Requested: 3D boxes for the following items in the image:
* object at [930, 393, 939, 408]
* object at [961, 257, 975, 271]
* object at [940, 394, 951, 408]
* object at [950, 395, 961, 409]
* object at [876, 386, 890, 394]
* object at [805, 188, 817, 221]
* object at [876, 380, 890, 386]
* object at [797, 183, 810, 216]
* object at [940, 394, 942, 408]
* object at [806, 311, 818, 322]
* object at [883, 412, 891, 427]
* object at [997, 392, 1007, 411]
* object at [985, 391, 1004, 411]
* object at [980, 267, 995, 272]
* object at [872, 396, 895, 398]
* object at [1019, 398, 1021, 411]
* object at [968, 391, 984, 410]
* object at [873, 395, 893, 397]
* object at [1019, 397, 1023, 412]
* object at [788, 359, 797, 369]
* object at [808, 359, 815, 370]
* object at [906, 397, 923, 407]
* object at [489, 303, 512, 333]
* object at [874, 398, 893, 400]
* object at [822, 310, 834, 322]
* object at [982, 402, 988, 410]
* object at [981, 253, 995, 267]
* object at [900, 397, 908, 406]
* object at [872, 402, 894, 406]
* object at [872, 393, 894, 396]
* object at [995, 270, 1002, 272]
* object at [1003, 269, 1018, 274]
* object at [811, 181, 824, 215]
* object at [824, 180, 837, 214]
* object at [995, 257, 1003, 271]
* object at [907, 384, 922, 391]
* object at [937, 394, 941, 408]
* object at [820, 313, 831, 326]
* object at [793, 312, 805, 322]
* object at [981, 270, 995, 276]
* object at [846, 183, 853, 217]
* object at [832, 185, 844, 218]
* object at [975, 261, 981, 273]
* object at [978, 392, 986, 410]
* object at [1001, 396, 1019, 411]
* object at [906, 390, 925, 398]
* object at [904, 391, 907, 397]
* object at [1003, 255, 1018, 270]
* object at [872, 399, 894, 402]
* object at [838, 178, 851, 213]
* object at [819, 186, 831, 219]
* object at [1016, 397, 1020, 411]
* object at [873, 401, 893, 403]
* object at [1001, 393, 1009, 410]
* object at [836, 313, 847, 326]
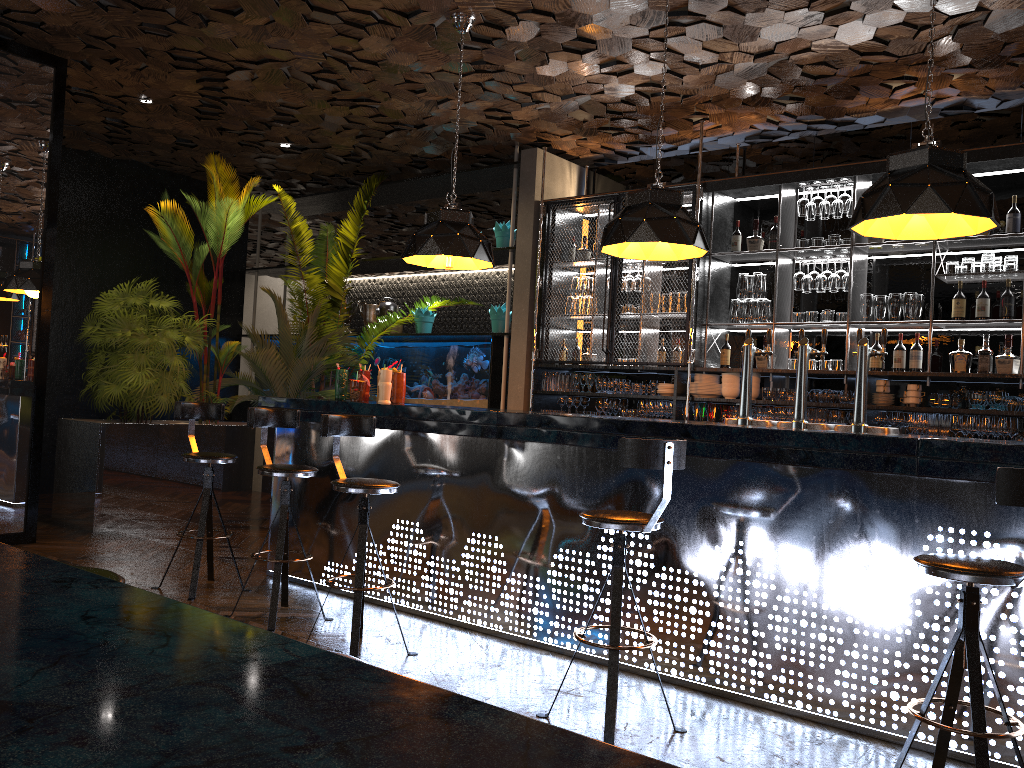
[{"bbox_3d":[2.885,0.113,6.056,0.067,0.099,0.058,3,-1,-6],"label":"object"},{"bbox_3d":[3.141,-0.819,6.107,0.089,0.092,0.089,3,-1,-10],"label":"object"},{"bbox_3d":[2.957,0.117,6.049,0.058,0.099,0.067,4,-1,-16],"label":"object"},{"bbox_3d":[3.052,0.123,6.107,0.067,0.099,0.058,4,-2,-39],"label":"object"},{"bbox_3d":[2.663,0.049,6.353,0.094,0.070,0.107,4,-1,-21],"label":"object"},{"bbox_3d":[2.345,-1.410,6.954,0.092,0.244,0.092,3,-1,-1],"label":"object"},{"bbox_3d":[2.657,0.004,6.360,0.094,0.069,0.106,2,-2,44],"label":"object"},{"bbox_3d":[2.243,-1.418,6.825,0.092,0.244,0.092,3,-1,-1],"label":"object"},{"bbox_3d":[3.003,0.122,6.173,0.058,0.099,0.067,2,-2,41],"label":"object"},{"bbox_3d":[2.296,-0.506,6.790,0.089,0.092,0.089,3,-1,16],"label":"object"},{"bbox_3d":[2.691,0.315,6.405,0.108,0.227,0.108,3,-1,18],"label":"object"},{"bbox_3d":[3.261,0.118,5.955,0.108,0.126,0.108,2,-1,33],"label":"object"},{"bbox_3d":[3.188,0.112,5.865,0.108,0.126,0.108,4,-1,-17],"label":"object"},{"bbox_3d":[3.255,-0.816,6.065,0.089,0.092,0.089,3,-1,28],"label":"object"},{"bbox_3d":[2.660,0.102,6.354,0.149,0.026,0.148,2,-2,45],"label":"object"},{"bbox_3d":[3.421,0.142,6.008,0.098,0.097,0.098,2,-1,30],"label":"object"},{"bbox_3d":[3.100,0.109,5.933,0.100,0.125,0.100,3,-1,-13],"label":"object"},{"bbox_3d":[2.659,0.092,6.355,0.149,0.025,0.149,3,-1,1],"label":"object"},{"bbox_3d":[3.326,0.131,5.717,0.098,0.097,0.098,4,-1,-18],"label":"object"},{"bbox_3d":[2.174,-0.145,6.835,0.089,0.092,0.089,3,-1,10],"label":"object"},{"bbox_3d":[2.259,-0.142,6.751,0.089,0.092,0.089,3,-1,1],"label":"object"},{"bbox_3d":[2.818,0.127,6.208,0.106,0.067,0.094,3,-1,27],"label":"object"},{"bbox_3d":[-0.107,-0.629,8.638,0.265,0.325,0.245,2,-1,32],"label":"object"},{"bbox_3d":[2.659,0.112,6.354,0.149,0.024,0.149,2,-1,38],"label":"object"},{"bbox_3d":[2.370,-0.505,6.654,0.089,0.092,0.089,3,-1,23],"label":"object"},{"bbox_3d":[3.248,0.121,6.123,0.100,0.125,0.100,4,-1,-38],"label":"object"},{"bbox_3d":[3.256,-0.842,6.066,0.089,0.092,0.089,2,-1,34],"label":"object"},{"bbox_3d":[2.832,0.130,6.316,0.106,0.067,0.094,3,-1,1],"label":"object"},{"bbox_3d":[2.657,0.145,6.354,0.149,0.022,0.149,3,-1,7],"label":"object"},{"bbox_3d":[2.659,0.080,6.356,0.149,0.026,0.148,2,-2,45],"label":"object"},{"bbox_3d":[3.361,-0.808,6.165,0.089,0.092,0.089,4,-1,-26],"label":"object"},{"bbox_3d":[3.349,-0.790,5.952,0.089,0.092,0.089,4,-1,-26],"label":"object"},{"bbox_3d":[2.330,-1.415,6.756,0.092,0.244,0.092,3,-1,-1],"label":"object"},{"bbox_3d":[2.407,-1.412,6.695,0.092,0.244,0.092,3,-1,-1],"label":"object"},{"bbox_3d":[3.363,-0.834,6.165,0.089,0.092,0.089,4,-1,-26],"label":"object"},{"bbox_3d":[2.815,0.037,6.208,0.094,0.068,0.106,2,-1,38],"label":"object"},{"bbox_3d":[2.926,0.116,6.111,0.067,0.099,0.058,3,-1,8],"label":"object"},{"bbox_3d":[2.420,-0.498,6.835,0.089,0.092,0.089,4,-1,-20],"label":"object"},{"bbox_3d":[2.233,-0.508,6.896,0.089,0.092,0.089,3,-1,16],"label":"object"},{"bbox_3d":[3.254,-0.793,6.065,0.089,0.092,0.089,3,-1,28],"label":"object"},{"bbox_3d":[2.591,-1.400,6.760,0.092,0.244,0.092,3,-1,-1],"label":"object"},{"bbox_3d":[2.509,-1.404,6.824,0.092,0.244,0.092,3,-1,-1],"label":"object"},{"bbox_3d":[3.263,-0.810,6.210,0.089,0.092,0.089,4,-1,-26],"label":"object"},{"bbox_3d":[3.177,0.115,6.028,0.100,0.125,0.100,3,-1,-4],"label":"object"},{"bbox_3d":[3.249,0.128,5.785,0.098,0.097,0.098,3,-1,18],"label":"object"},{"bbox_3d":[2.821,0.082,6.213,0.106,0.069,0.094,3,-1,-10],"label":"object"},{"bbox_3d":[2.838,0.085,6.311,0.094,0.069,0.105,3,-1,15],"label":"object"},{"bbox_3d":[3.350,-0.811,5.952,0.089,0.092,0.089,3,-1,29],"label":"object"},{"bbox_3d":[2.659,0.124,6.354,0.149,0.023,0.149,3,-1,23],"label":"object"},{"bbox_3d":[2.489,-1.409,6.631,0.092,0.244,0.092,3,-1,-1],"label":"object"},{"bbox_3d":[2.432,-1.407,6.886,0.092,0.244,0.092,3,-1,-1],"label":"object"},{"bbox_3d":[3.313,0.133,5.864,0.098,0.097,0.098,3,-1,-14],"label":"object"},{"bbox_3d":[2.658,0.135,6.354,0.149,0.023,0.149,3,-1,7],"label":"object"},{"bbox_3d":[3.336,0.124,6.053,0.108,0.126,0.108,3,-1,10],"label":"object"},{"bbox_3d":[2.519,-0.494,6.766,0.089,0.092,0.089,3,-1,23],"label":"object"}]
